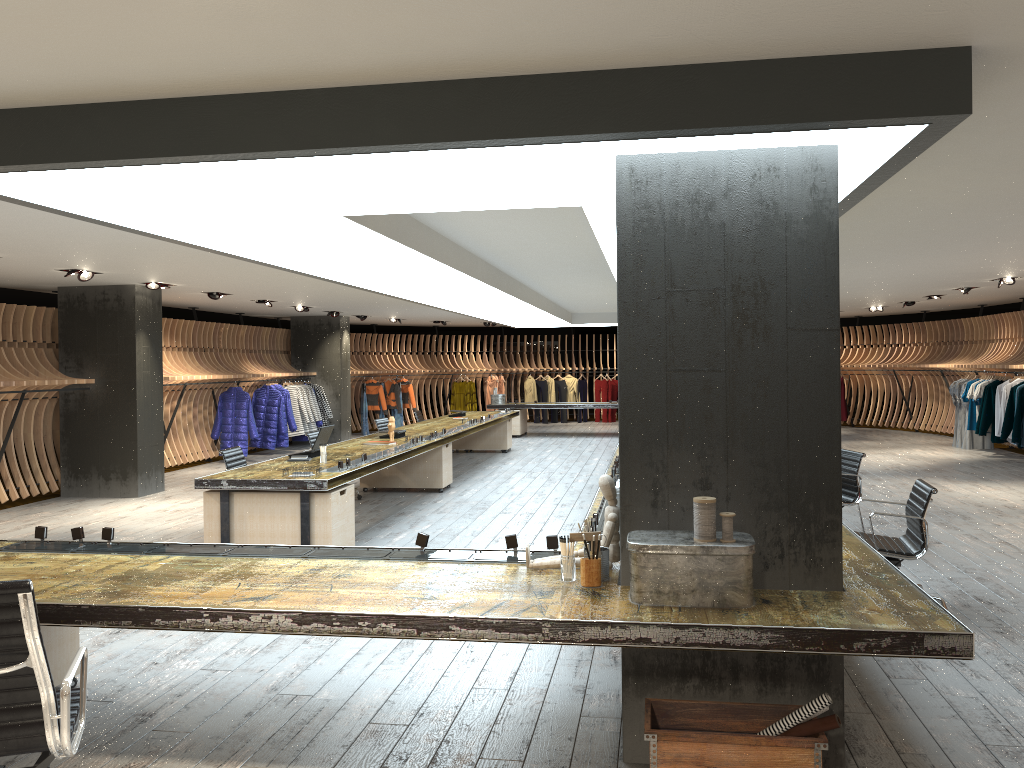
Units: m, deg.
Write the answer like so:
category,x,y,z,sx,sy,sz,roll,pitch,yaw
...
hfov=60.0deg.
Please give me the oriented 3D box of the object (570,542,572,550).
category,x,y,z,sx,sy,sz,roll,pitch,yaw
object,0.253,0.738,3.809,0.007,0.170,0.030,-1,0,12

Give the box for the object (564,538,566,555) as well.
category,x,y,z,sx,sy,sz,roll,pitch,yaw
object,0.226,0.739,3.776,0.007,0.170,0.030,-1,0,-7

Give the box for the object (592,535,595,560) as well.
category,x,y,z,sx,sy,sz,roll,pitch,yaw
object,0.338,0.727,3.682,0.008,0.207,0.054,-1,0,-4

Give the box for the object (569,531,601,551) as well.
category,x,y,z,sx,sy,sz,roll,pitch,yaw
object,0.310,0.732,3.771,0.138,0.209,0.034,-1,0,-11

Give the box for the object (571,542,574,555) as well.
category,x,y,z,sx,sy,sz,roll,pitch,yaw
object,0.253,0.739,3.781,0.030,0.170,0.007,-1,0,3

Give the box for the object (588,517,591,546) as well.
category,x,y,z,sx,sy,sz,roll,pitch,yaw
object,0.340,0.701,3.806,0.008,0.267,0.060,-1,0,26

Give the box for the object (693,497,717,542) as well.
category,x,y,z,sx,sy,sz,roll,pitch,yaw
object,0.760,0.542,3.522,0.088,0.204,0.262,-1,1,8

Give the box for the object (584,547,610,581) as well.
category,x,y,z,sx,sy,sz,roll,pitch,yaw
object,0.365,0.774,3.817,0.108,0.128,0.108,0,1,24

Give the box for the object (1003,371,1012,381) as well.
category,x,y,z,sx,sy,sz,roll,pitch,yaw
object,8.357,-0.077,14.940,0.525,0.270,0.012,0,0,14

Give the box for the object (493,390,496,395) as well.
category,x,y,z,sx,sy,sz,roll,pitch,yaw
object,-0.411,0.192,20.496,0.062,0.109,0.062,-1,1,-25

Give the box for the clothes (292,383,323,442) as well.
category,x,y,z,sx,sy,sz,roll,pitch,yaw
clothes,-4.397,0.594,18.677,0.885,1.239,0.245,-1,0,6

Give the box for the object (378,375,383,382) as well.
category,x,y,z,sx,sy,sz,roll,pitch,yaw
object,-3.283,-0.098,22.137,0.023,0.243,0.549,-1,1,6

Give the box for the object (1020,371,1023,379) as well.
category,x,y,z,sx,sy,sz,roll,pitch,yaw
object,8.265,-0.070,14.340,0.525,0.270,0.012,-1,0,9

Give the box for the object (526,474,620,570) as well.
category,x,y,z,sx,sy,sz,roll,pitch,yaw
object,0.278,0.627,4.029,0.431,0.429,0.195,-1,0,5

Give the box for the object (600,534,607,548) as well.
category,x,y,z,sx,sy,sz,roll,pitch,yaw
object,0.373,0.734,3.805,0.081,0.198,0.050,0,0,34

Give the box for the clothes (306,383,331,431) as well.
category,x,y,z,sx,sy,sz,roll,pitch,yaw
clothes,-4.229,0.575,18.810,0.807,1.187,0.192,-1,0,10

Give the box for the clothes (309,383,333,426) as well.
category,x,y,z,sx,sy,sz,roll,pitch,yaw
clothes,-4.208,0.571,18.997,0.799,1.185,0.191,-1,0,10

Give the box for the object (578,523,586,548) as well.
category,x,y,z,sx,sy,sz,roll,pitch,yaw
object,0.324,0.716,3.823,0.084,0.240,0.009,-1,0,-14

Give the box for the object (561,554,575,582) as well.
category,x,y,z,sx,sy,sz,roll,pitch,yaw
object,0.239,0.784,3.795,0.061,0.111,0.061,-1,0,-2

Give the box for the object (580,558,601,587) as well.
category,x,y,z,sx,sy,sz,roll,pitch,yaw
object,0.328,0.780,3.702,0.084,0.111,0.083,-1,1,-4

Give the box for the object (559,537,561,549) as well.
category,x,y,z,sx,sy,sz,roll,pitch,yaw
object,0.216,0.739,3.797,0.030,0.170,0.007,-1,0,-31

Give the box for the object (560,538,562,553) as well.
category,x,y,z,sx,sy,sz,roll,pitch,yaw
object,0.217,0.739,3.787,0.007,0.170,0.030,-1,0,32

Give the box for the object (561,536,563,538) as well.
category,x,y,z,sx,sy,sz,roll,pitch,yaw
object,0.226,0.738,3.813,0.030,0.170,0.007,-1,0,22

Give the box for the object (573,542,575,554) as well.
category,x,y,z,sx,sy,sz,roll,pitch,yaw
object,0.258,0.738,3.790,0.030,0.170,0.007,-1,0,-24

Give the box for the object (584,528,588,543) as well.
category,x,y,z,sx,sy,sz,roll,pitch,yaw
object,0.335,0.726,3.816,0.009,0.222,0.082,-1,0,38

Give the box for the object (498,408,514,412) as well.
category,x,y,z,sx,sy,sz,roll,pitch,yaw
object,-0.109,0.512,17.339,0.302,0.074,0.217,-1,1,4

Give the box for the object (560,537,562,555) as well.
category,x,y,z,sx,sy,sz,roll,pitch,yaw
object,0.216,0.739,3.793,0.030,0.170,0.007,-1,0,-44

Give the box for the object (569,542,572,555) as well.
category,x,y,z,sx,sy,sz,roll,pitch,yaw
object,0.245,0.739,3.775,0.030,0.170,0.007,-1,0,29

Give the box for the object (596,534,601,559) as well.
category,x,y,z,sx,sy,sz,roll,pitch,yaw
object,0.354,0.726,3.691,0.008,0.207,0.054,-1,0,-26

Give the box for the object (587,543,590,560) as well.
category,x,y,z,sx,sy,sz,roll,pitch,yaw
object,0.325,0.749,3.733,0.018,0.158,0.011,-1,0,27

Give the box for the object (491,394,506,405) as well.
category,x,y,z,sx,sy,sz,roll,pitch,yaw
object,-0.322,0.361,20.625,0.303,0.239,0.498,-1,1,10

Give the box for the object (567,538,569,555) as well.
category,x,y,z,sx,sy,sz,roll,pitch,yaw
object,0.236,0.739,3.773,0.007,0.170,0.030,-1,0,-34

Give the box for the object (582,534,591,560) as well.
category,x,y,z,sx,sy,sz,roll,pitch,yaw
object,0.321,0.726,3.688,0.054,0.207,0.008,-1,0,-8

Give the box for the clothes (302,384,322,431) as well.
category,x,y,z,sx,sy,sz,roll,pitch,yaw
clothes,-4.303,0.528,18.453,0.752,1.062,0.128,-1,0,7

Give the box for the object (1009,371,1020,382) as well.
category,x,y,z,sx,sy,sz,roll,pitch,yaw
object,8.301,-0.076,14.571,0.525,0.270,0.012,0,0,14

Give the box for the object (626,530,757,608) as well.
category,x,y,z,sx,sy,sz,roll,pitch,yaw
object,0.702,0.723,3.493,0.498,0.239,0.303,-1,1,10

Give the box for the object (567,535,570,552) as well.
category,x,y,z,sx,sy,sz,roll,pitch,yaw
object,0.245,0.738,3.815,0.007,0.170,0.030,-1,0,-14

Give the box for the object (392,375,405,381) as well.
category,x,y,z,sx,sy,sz,roll,pitch,yaw
object,-2.940,-0.113,22.622,0.549,0.243,0.023,-1,0,-14

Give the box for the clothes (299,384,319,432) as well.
category,x,y,z,sx,sy,sz,roll,pitch,yaw
clothes,-4.331,0.533,18.277,0.752,1.062,0.128,-1,0,7

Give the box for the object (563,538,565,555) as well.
category,x,y,z,sx,sy,sz,roll,pitch,yaw
object,0.222,0.739,3.779,0.007,0.170,0.030,-1,0,5

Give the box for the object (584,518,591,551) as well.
category,x,y,z,sx,sy,sz,roll,pitch,yaw
object,0.336,0.704,3.806,0.062,0.264,0.012,-1,0,-39

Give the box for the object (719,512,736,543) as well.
category,x,y,z,sx,sy,sz,roll,pitch,yaw
object,0.828,0.550,3.406,0.062,0.109,0.062,-1,1,-21

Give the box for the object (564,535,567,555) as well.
category,x,y,z,sx,sy,sz,roll,pitch,yaw
object,0.236,0.738,3.816,0.007,0.170,0.030,-1,0,-41

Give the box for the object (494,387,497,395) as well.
category,x,y,z,sx,sy,sz,roll,pitch,yaw
object,-0.296,0.183,20.565,0.262,0.204,0.088,-1,0,8

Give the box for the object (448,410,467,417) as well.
category,x,y,z,sx,sy,sz,roll,pitch,yaw
object,-0.980,0.528,15.935,0.261,0.111,0.373,-1,1,9

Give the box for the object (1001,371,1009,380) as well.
category,x,y,z,sx,sy,sz,roll,pitch,yaw
object,8.391,-0.080,15.064,0.525,0.270,0.012,-1,0,9
